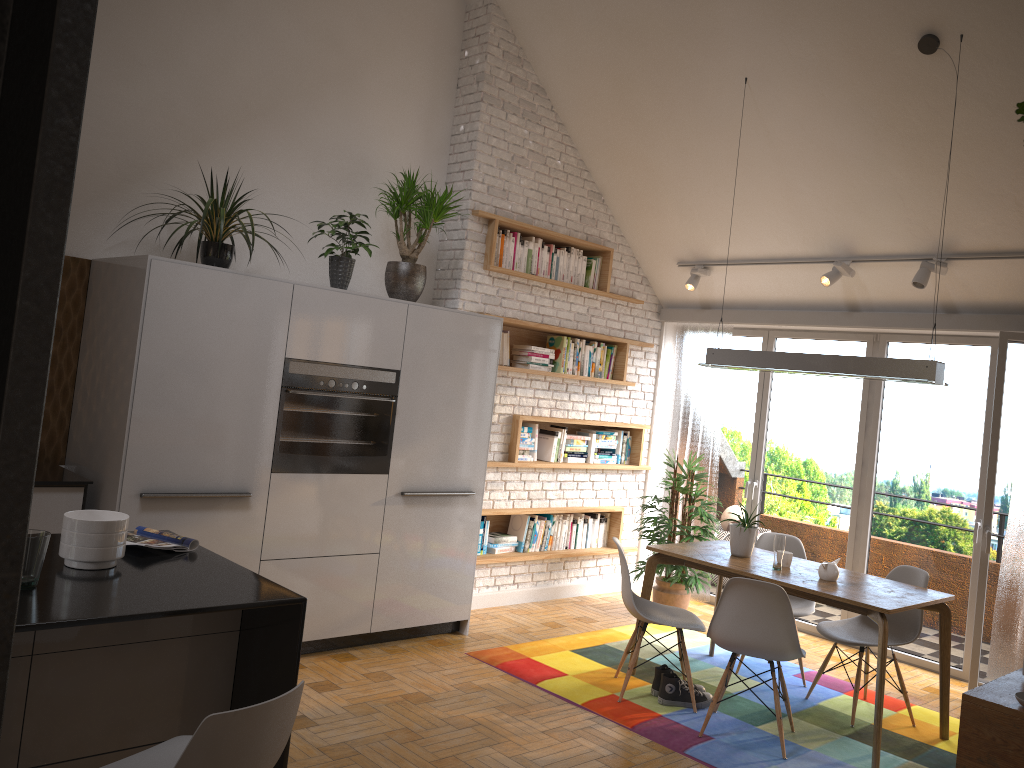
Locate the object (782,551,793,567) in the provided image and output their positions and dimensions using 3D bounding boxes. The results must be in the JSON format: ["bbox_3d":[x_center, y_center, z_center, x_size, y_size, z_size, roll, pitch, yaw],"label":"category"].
[{"bbox_3d":[1.517,0.975,4.936,0.077,0.077,0.078,7,-1,-26],"label":"object"}]

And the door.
[{"bbox_3d":[3.250,0.828,5.292,0.803,2.234,0.110,6,-2,9],"label":"door"}]

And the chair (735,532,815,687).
[{"bbox_3d":[1.634,1.362,5.489,0.465,0.802,0.541,6,-2,15],"label":"chair"}]

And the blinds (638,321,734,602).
[{"bbox_3d":[1.398,0.563,7.210,0.696,2.290,0.138,4,-3,44],"label":"blinds"}]

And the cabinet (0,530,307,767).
[{"bbox_3d":[-1.850,0.831,2.082,2.430,1.137,1.001,7,-1,-43],"label":"cabinet"}]

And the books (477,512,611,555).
[{"bbox_3d":[0.119,1.120,6.766,1.673,0.284,0.238,6,-1,-42],"label":"books"}]

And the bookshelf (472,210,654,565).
[{"bbox_3d":[0.315,0.095,6.830,2.193,2.419,0.358,8,-2,-43],"label":"bookshelf"}]

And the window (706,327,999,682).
[{"bbox_3d":[1.027,-0.517,1.935,8.606,4.473,7.798,7,-1,-43],"label":"window"}]

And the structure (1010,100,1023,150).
[{"bbox_3d":[1.340,-0.628,1.938,0.437,0.653,0.423,7,-2,-13],"label":"structure"}]

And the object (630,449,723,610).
[{"bbox_3d":[1.255,1.107,6.676,0.716,1.262,0.666,6,-2,14],"label":"object"}]

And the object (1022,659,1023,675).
[{"bbox_3d":[1.713,0.621,2.411,0.785,0.415,0.415,7,-1,-43],"label":"object"}]

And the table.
[{"bbox_3d":[1.498,1.391,4.841,0.848,0.756,1.468,7,-1,-43],"label":"table"}]

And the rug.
[{"bbox_3d":[1.349,1.746,4.822,1.932,0.024,2.787,6,0,-44],"label":"rug"}]

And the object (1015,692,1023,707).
[{"bbox_3d":[1.422,0.485,2.099,0.295,0.622,0.291,7,-2,-28],"label":"object"}]

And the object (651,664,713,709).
[{"bbox_3d":[0.911,1.612,4.724,0.300,0.156,0.259,6,-1,-8],"label":"object"}]

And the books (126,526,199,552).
[{"bbox_3d":[-1.237,0.525,2.978,0.282,0.044,0.221,6,0,29],"label":"books"}]

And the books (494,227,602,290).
[{"bbox_3d":[0.186,-0.929,6.679,1.201,0.302,0.240,6,-1,-42],"label":"books"}]

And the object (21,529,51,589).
[{"bbox_3d":[-1.297,0.468,2.365,0.104,0.141,0.103,5,-2,37],"label":"object"}]

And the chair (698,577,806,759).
[{"bbox_3d":[-0.301,0.201,3.577,4.007,2.690,3.496,7,-1,-43],"label":"chair"}]

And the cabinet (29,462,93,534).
[{"bbox_3d":[-3.299,0.529,3.281,3.082,0.917,0.625,6,-1,-43],"label":"cabinet"}]

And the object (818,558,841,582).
[{"bbox_3d":[1.681,0.979,4.670,0.178,0.106,0.107,7,-1,-17],"label":"object"}]

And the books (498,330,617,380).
[{"bbox_3d":[0.276,-0.233,6.793,1.392,0.289,0.241,6,-1,-42],"label":"books"}]

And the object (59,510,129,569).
[{"bbox_3d":[-1.259,0.468,2.667,0.181,0.147,0.180,5,-1,44],"label":"object"}]

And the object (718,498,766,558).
[{"bbox_3d":[1.341,0.829,5.116,0.233,0.330,0.214,8,-2,-38],"label":"object"}]

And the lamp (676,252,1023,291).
[{"bbox_3d":[2.472,-0.715,5.722,0.207,0.262,3.496,8,-1,-43],"label":"lamp"}]

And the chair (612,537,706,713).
[{"bbox_3d":[0.771,1.268,4.784,0.542,0.802,0.464,6,-2,4],"label":"chair"}]

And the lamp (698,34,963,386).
[{"bbox_3d":[1.764,-0.952,4.932,0.268,1.822,1.348,8,-3,-43],"label":"lamp"}]

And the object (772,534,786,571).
[{"bbox_3d":[1.444,0.913,4.797,0.062,0.184,0.062,6,-2,11],"label":"object"}]

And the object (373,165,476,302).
[{"bbox_3d":[-0.582,-0.955,5.576,0.662,0.949,0.713,6,-1,-4],"label":"object"}]

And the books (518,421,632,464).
[{"bbox_3d":[0.420,0.467,6.988,1.394,0.283,0.238,6,-1,-43],"label":"books"}]

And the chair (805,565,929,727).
[{"bbox_3d":[1.977,1.401,4.882,0.541,0.802,0.465,7,-2,-17],"label":"chair"}]

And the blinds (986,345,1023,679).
[{"bbox_3d":[3.260,0.772,5.139,0.751,2.292,0.187,5,-3,41],"label":"blinds"}]

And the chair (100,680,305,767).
[{"bbox_3d":[-0.751,1.088,1.986,0.430,0.868,0.402,5,-2,27],"label":"chair"}]

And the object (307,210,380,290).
[{"bbox_3d":[-0.971,-0.755,5.024,0.395,0.471,0.364,7,-2,-31],"label":"object"}]

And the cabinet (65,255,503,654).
[{"bbox_3d":[-1.222,0.460,5.079,2.244,2.005,0.826,7,-2,-43],"label":"cabinet"}]

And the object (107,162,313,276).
[{"bbox_3d":[-1.549,-0.877,4.643,1.015,0.585,0.922,7,-1,-25],"label":"object"}]

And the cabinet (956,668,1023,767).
[{"bbox_3d":[1.650,1.308,2.454,1.261,0.965,0.456,7,-2,-43],"label":"cabinet"}]
